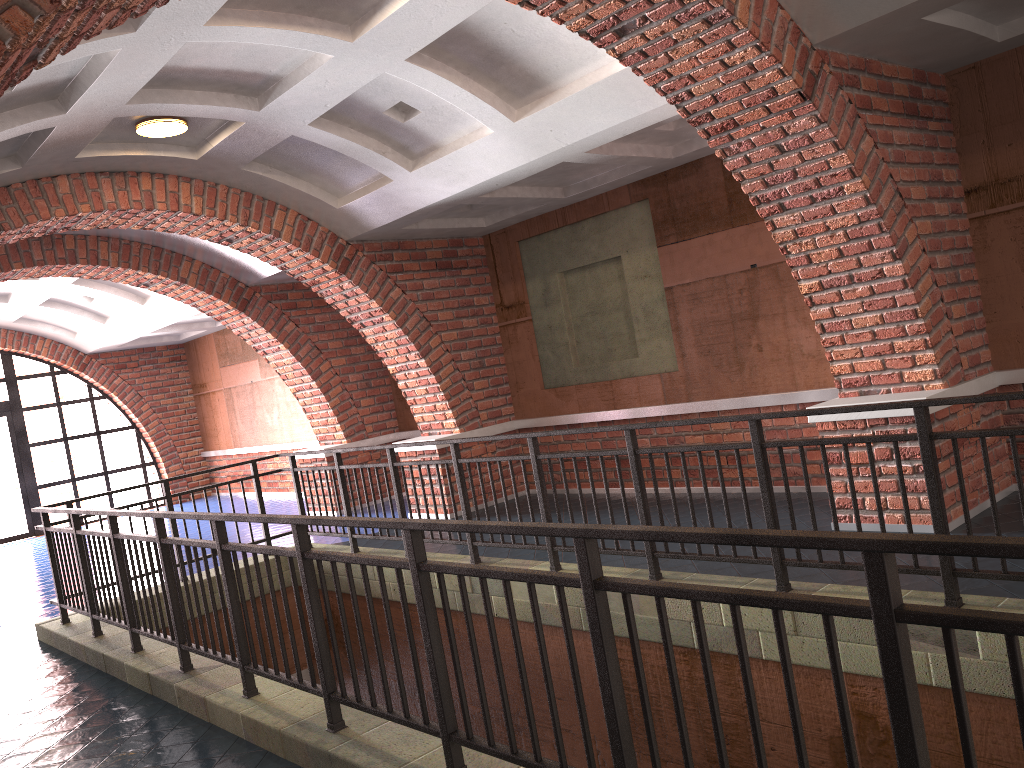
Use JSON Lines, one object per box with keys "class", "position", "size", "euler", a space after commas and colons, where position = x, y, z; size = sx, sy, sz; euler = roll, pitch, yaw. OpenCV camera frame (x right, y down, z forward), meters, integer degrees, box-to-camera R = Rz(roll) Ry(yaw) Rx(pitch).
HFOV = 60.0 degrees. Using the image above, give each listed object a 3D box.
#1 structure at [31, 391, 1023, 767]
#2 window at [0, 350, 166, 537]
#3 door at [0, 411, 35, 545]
{"class": "structure", "position": [0.876, 3.113, 3.993], "size": [2.464, 5.665, 11.175], "euler": [-11, 2, -41]}
{"class": "window", "position": [-9.199, 1.114, 14.848], "size": [6.354, 3.471, 0.100], "euler": [-12, 2, -41]}
{"class": "door", "position": [-9.142, 1.682, 14.832], "size": [1.754, 2.236, 0.040], "euler": [-11, 2, -41]}
